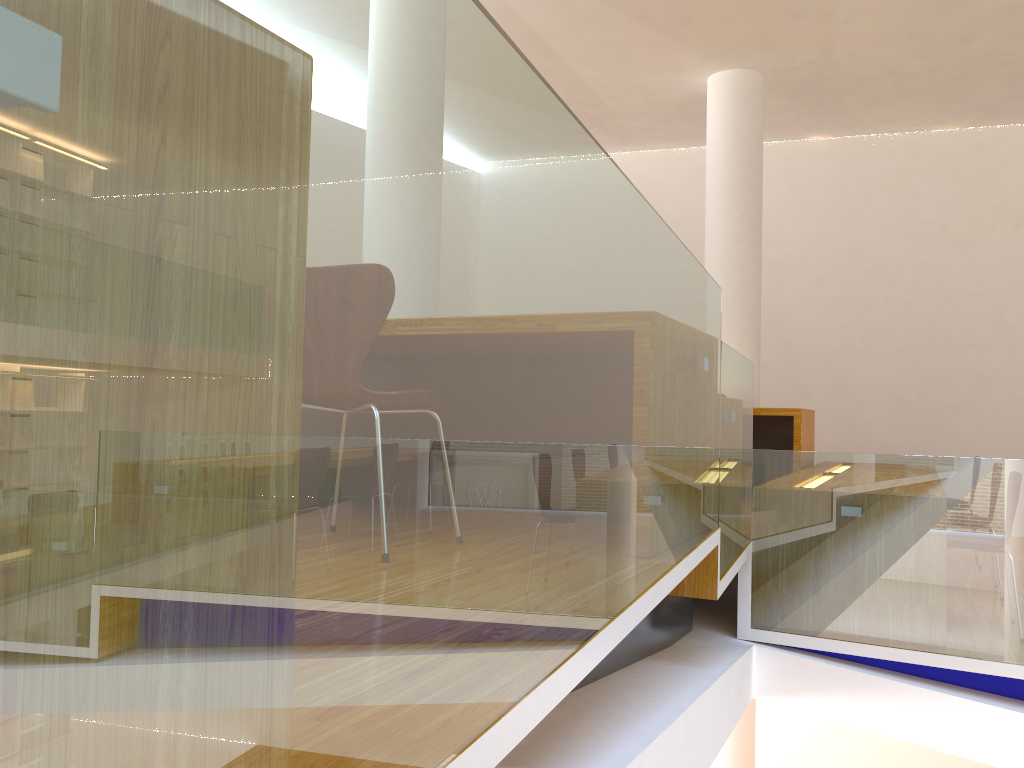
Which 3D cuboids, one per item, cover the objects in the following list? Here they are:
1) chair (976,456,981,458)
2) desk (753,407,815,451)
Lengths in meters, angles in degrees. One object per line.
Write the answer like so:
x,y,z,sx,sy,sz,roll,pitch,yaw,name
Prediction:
2.867,0.820,5.832,0.381,0.693,0.428,0,-2,25,chair
0.543,0.464,6.618,3.185,0.606,0.760,0,-2,25,desk
